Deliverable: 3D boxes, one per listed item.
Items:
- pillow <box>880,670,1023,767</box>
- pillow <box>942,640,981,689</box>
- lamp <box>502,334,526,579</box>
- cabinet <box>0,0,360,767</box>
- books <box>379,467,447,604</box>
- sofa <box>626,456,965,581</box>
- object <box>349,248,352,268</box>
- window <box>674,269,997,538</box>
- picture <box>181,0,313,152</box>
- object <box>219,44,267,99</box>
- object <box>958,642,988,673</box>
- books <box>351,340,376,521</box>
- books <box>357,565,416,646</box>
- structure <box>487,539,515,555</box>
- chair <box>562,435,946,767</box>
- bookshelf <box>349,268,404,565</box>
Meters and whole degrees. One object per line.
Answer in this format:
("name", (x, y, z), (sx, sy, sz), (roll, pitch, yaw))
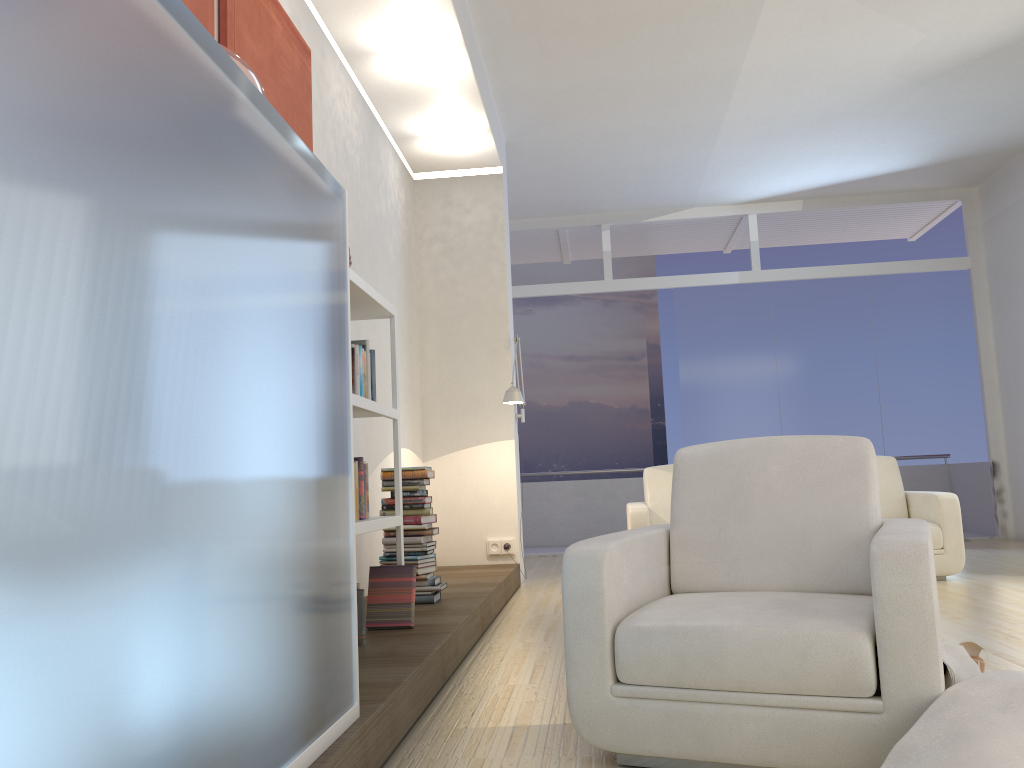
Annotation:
("pillow", (1.099, 0.796, 1.896), (0.712, 0.287, 0.299), (2, -8, -32))
("pillow", (1.203, 0.790, 2.170), (0.312, 0.315, 0.615), (-7, -8, 32))
("lamp", (0.009, 0.519, 6.476), (0.204, 1.841, 0.891), (-3, -7, 1))
("cabinet", (-0.844, 0.090, 1.563), (0.689, 1.396, 1.670), (-3, -7, 5))
("books", (-0.525, 0.786, 4.645), (0.329, 0.694, 0.270), (-3, -7, 5))
("sofa", (1.920, 0.960, 6.365), (2.166, 0.862, 0.941), (-3, -7, 5))
("object", (-0.771, -0.562, 3.813), (0.133, 0.409, 0.138), (3, -8, -38))
("window", (3.250, 0.247, 9.066), (2.988, 2.706, 0.012), (-3, -7, 5))
("picture", (-1.138, -1.422, 2.711), (0.030, 0.794, 3.227), (-3, -7, 5))
("object", (-0.841, -0.660, 2.048), (0.546, 0.206, 0.534), (-8, -9, 42))
("object", (1.514, 0.932, 2.882), (0.089, 0.149, 0.265), (-5, -7, 18))
("books", (-0.700, 0.150, 3.361), (0.215, 0.743, 0.831), (-3, -7, 5))
("books", (-0.649, 0.847, 3.307), (0.274, 0.281, 1.125), (-4, -7, 12))
("structure", (-0.083, 1.219, 6.630), (0.206, 0.114, 0.028), (-3, -7, 5))
("chair", (0.738, 0.558, 2.605), (0.919, 0.828, 0.941), (-6, -7, 25))
("bookshelf", (-0.799, 0.275, 3.172), (0.465, 1.396, 1.599), (-3, -7, 5))
